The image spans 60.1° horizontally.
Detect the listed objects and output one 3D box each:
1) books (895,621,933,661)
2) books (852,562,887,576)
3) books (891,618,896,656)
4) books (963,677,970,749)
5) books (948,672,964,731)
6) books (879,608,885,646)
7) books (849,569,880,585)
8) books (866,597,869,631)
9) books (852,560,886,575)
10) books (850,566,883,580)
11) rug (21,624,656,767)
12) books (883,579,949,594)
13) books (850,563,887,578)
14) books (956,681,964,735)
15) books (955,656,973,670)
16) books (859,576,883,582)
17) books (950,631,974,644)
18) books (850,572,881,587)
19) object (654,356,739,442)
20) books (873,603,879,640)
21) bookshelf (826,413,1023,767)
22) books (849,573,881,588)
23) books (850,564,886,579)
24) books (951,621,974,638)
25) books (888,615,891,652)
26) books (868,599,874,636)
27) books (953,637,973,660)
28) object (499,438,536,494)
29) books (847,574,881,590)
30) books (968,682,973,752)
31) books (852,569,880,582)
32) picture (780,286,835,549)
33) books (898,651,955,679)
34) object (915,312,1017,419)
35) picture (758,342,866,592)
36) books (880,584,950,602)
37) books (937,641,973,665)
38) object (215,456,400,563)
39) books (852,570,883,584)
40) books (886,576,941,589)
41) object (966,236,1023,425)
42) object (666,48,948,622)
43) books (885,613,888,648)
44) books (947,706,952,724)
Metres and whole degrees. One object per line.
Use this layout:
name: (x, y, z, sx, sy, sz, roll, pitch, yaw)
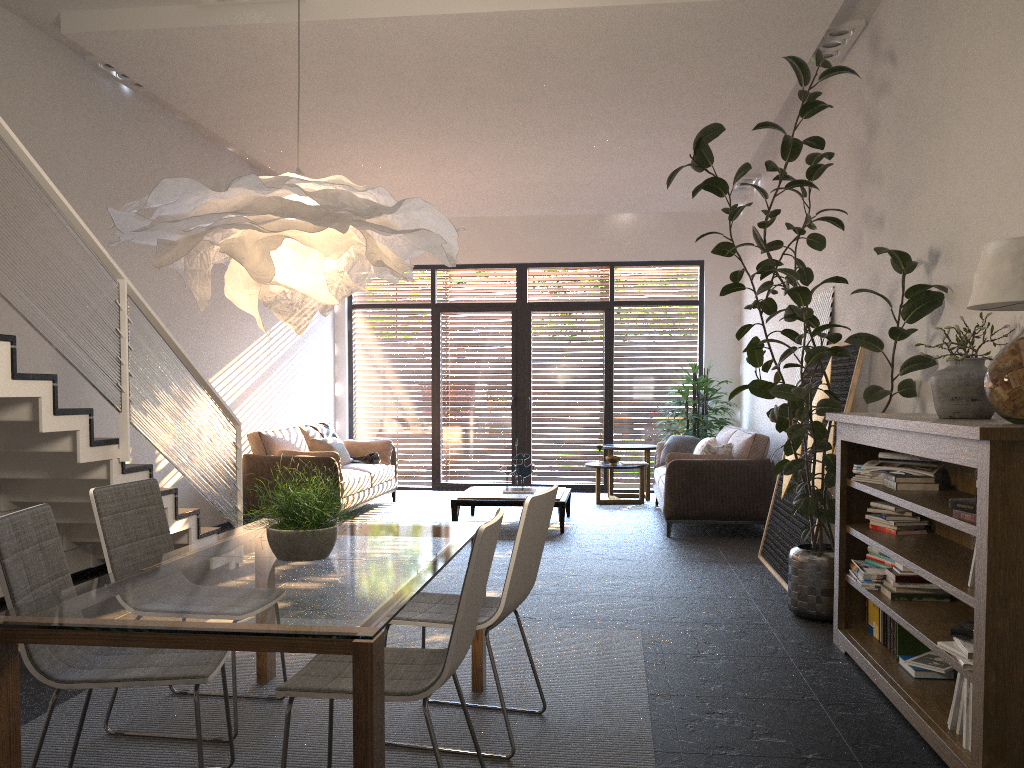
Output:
books: (1.787, 1.101, 3.932, 0.167, 0.242, 0.104, 0, 2, 7)
books: (1.745, 0.872, 4.176, 0.218, 0.008, 0.304, 0, -1, 11)
books: (1.806, 1.102, 4.001, 0.171, 0.241, 0.084, 0, 2, 7)
books: (1.591, 1.091, 2.933, 0.175, 0.244, 0.024, 0, 3, 7)
books: (1.614, 1.095, 3.052, 0.174, 0.235, 0.100, 0, 2, 7)
books: (1.821, 1.105, 4.171, 0.167, 0.241, 0.099, 0, 2, 7)
books: (1.738, 0.915, 4.188, 0.218, 0.013, 0.304, 0, -1, 11)
books: (1.854, 1.105, 4.407, 0.171, 0.241, 0.084, 0, 2, 7)
books: (1.743, 0.863, 4.174, 0.218, 0.013, 0.304, 0, -1, 11)
books: (1.740, 0.894, 4.181, 0.218, 0.008, 0.288, 0, -1, 11)
rug: (-0.704, 1.298, 3.026, 2.371, 0.006, 3.681, 0, -1, 7)
books: (1.787, 0.895, 3.918, 0.227, 0.024, 0.166, 0, 0, 5)
books: (1.740, 0.880, 4.177, 0.218, 0.008, 0.304, 0, -1, 10)
books: (1.613, 1.111, 3.027, 0.155, 0.203, 0.072, 0, 2, 7)
books: (1.572, 0.922, 2.962, 0.155, 0.020, 0.205, 0, -1, 17)
books: (1.743, 0.899, 4.177, 0.218, 0.006, 0.304, 0, -1, 11)
books: (1.606, 0.856, 2.965, 0.155, 0.022, 0.205, 0, -1, -13)
books: (1.739, 0.923, 4.187, 0.218, 0.008, 0.304, 0, -1, 11)
object: (2.170, 0.511, 10.403, 0.978, 1.727, 0.912, -1, 2, -28)
books: (1.836, 1.107, 4.258, 0.171, 0.236, 0.107, 0, 2, 7)
bookshelf: (1.711, 0.723, 3.559, 0.451, 1.174, 1.916, 0, 0, 7)
books: (1.739, 0.931, 4.189, 0.218, 0.007, 0.304, 0, -1, 11)
books: (1.738, 0.887, 4.178, 0.218, 0.008, 0.304, 0, -1, 10)
books: (1.609, 0.834, 2.958, 0.147, 0.023, 0.221, 0, -1, -42)
books: (1.813, 1.111, 4.061, 0.171, 0.225, 0.083, 0, 2, 7)
books: (1.846, 1.109, 4.339, 0.171, 0.235, 0.100, 0, 2, 7)
books: (1.592, 0.880, 2.954, 0.175, 0.024, 0.243, 0, -1, 17)
object: (-1.267, -1.233, 4.430, 0.365, 4.482, 8.896, 1, 0, 18)
books: (1.739, 0.938, 4.188, 0.218, 0.008, 0.304, 0, -1, 6)
books: (1.598, 1.090, 2.910, 0.174, 0.244, 0.019, 0, 3, 7)
books: (1.744, 0.904, 4.186, 0.218, 0.008, 0.288, 0, -1, 13)
picture: (2.224, 0.328, 6.765, 0.207, 2.023, 0.956, 0, 2, 7)
books: (1.755, 1.191, 3.751, 0.270, 0.050, 0.258, 0, -1, -38)
object: (1.771, -0.070, 3.459, 0.385, 0.413, 0.275, 0, 2, -15)
picture: (2.003, 0.533, 6.036, 0.386, 1.608, 1.495, 0, 1, 7)
books: (1.778, 0.924, 3.914, 0.243, 0.034, 0.179, 0, 0, 9)
books: (1.570, 0.902, 2.956, 0.174, 0.019, 0.243, 0, -1, -3)
object: (-0.694, 0.420, 2.980, 0.531, 0.368, 0.667, 0, 0, 2)
books: (1.744, 0.910, 4.186, 0.218, 0.008, 0.288, 0, -1, 13)
books: (1.794, 0.871, 3.904, 0.243, 0.024, 0.175, 0, -1, 14)
object: (1.675, -0.161, 2.843, 0.389, 0.583, 0.389, -1, 2, -24)
object: (1.621, -0.275, 4.967, 0.907, 3.206, 2.008, -1, 2, -16)
books: (1.819, 1.103, 4.113, 0.171, 0.241, 0.055, 0, 2, 7)
books: (1.620, 1.115, 3.091, 0.155, 0.194, 0.104, 0, 2, 7)
